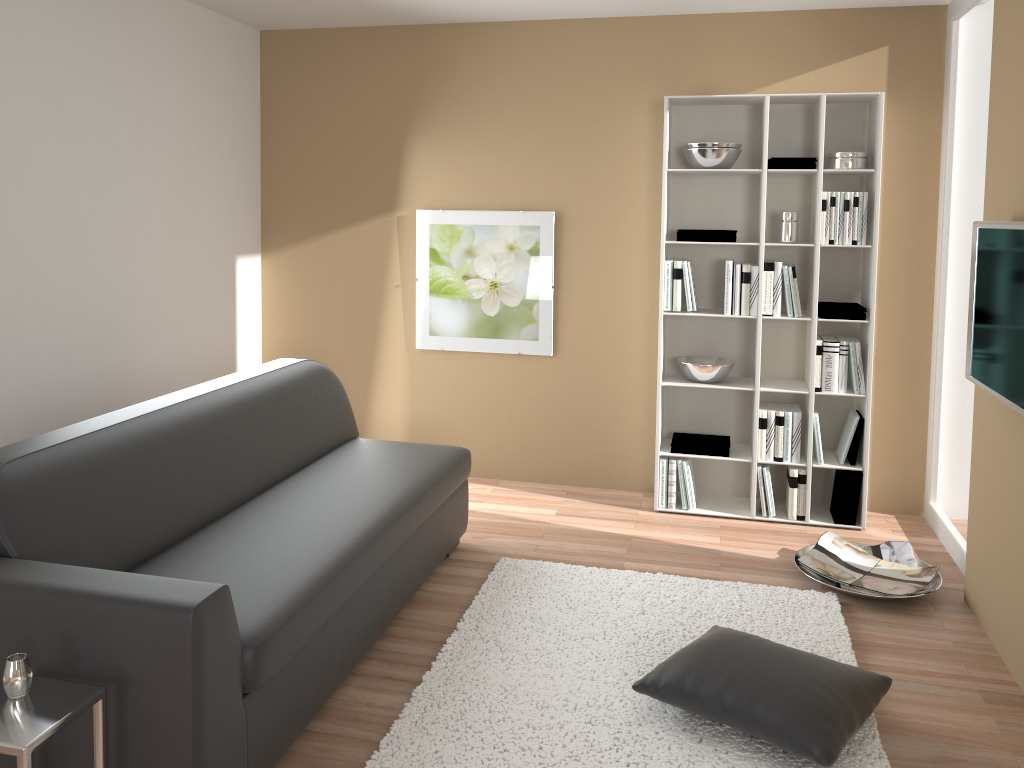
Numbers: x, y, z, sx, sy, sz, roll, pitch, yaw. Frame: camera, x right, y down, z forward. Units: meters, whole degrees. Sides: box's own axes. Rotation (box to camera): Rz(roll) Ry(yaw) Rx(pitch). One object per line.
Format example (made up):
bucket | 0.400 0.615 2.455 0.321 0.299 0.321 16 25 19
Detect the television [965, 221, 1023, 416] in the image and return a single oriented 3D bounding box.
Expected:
television | 1.555 -0.195 2.631 0.054 0.571 1.190 2 10 13

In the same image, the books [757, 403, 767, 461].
books | 1.291 0.244 4.553 0.040 0.256 0.210 2 7 13

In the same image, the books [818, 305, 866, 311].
books | 1.662 -0.395 4.469 0.210 0.007 0.301 3 11 13

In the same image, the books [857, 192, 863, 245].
books | 1.720 -0.824 4.385 0.020 0.256 0.210 2 7 13

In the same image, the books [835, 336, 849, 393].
books | 1.666 -0.101 4.457 0.040 0.256 0.210 2 7 13

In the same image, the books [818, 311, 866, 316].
books | 1.664 -0.368 4.472 0.210 0.006 0.301 3 11 13

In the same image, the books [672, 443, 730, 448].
books | 1.000 0.298 4.650 0.297 0.007 0.213 3 11 13

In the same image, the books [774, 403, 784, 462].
books | 1.373 0.248 4.538 0.040 0.256 0.210 2 7 13

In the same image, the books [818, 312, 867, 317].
books | 1.664 -0.363 4.476 0.210 0.006 0.301 3 11 11

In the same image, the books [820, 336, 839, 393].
books | 1.603 -0.102 4.457 0.076 0.256 0.210 2 7 14

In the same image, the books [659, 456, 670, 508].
books | 0.812 0.500 4.689 0.040 0.256 0.210 2 7 13

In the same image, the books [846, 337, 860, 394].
books | 1.716 -0.097 4.440 0.060 0.257 0.210 2 7 14

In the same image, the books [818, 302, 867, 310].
books | 1.664 -0.399 4.467 0.210 0.006 0.301 3 11 13

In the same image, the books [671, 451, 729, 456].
books | 0.996 0.341 4.655 0.297 0.006 0.213 3 11 13

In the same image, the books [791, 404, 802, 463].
books | 1.455 0.252 4.520 0.040 0.256 0.210 2 7 13

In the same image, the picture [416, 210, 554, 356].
picture | -0.164 -0.585 5.044 0.816 0.808 0.019 3 4 13

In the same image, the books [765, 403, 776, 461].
books | 1.333 0.245 4.550 0.040 0.256 0.210 2 7 13

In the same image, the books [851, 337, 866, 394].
books | 1.740 -0.095 4.434 0.060 0.257 0.210 2 7 13

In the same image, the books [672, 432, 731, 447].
books | 1.001 0.293 4.651 0.297 0.006 0.213 3 11 13

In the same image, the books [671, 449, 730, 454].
books | 0.994 0.330 4.655 0.297 0.006 0.213 3 11 11

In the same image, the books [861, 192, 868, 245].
books | 1.741 -0.823 4.380 0.020 0.256 0.210 2 7 13

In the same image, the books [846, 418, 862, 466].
books | 1.737 0.273 4.480 0.043 0.236 0.213 2 7 14

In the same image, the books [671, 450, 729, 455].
books | 0.996 0.336 4.655 0.297 0.006 0.213 3 11 13

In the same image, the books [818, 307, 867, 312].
books | 1.667 -0.384 4.471 0.210 0.008 0.301 3 11 13

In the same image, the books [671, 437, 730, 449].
books | 0.998 0.302 4.656 0.297 0.008 0.213 3 11 13

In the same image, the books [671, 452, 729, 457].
books | 0.995 0.347 4.654 0.297 0.007 0.213 3 11 13

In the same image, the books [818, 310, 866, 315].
books | 1.664 -0.373 4.472 0.210 0.006 0.301 3 11 13

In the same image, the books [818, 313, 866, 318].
books | 1.664 -0.357 4.474 0.210 0.006 0.301 3 11 13

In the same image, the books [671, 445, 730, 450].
books | 0.998 0.308 4.656 0.297 0.008 0.213 3 11 13

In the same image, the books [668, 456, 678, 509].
books | 0.856 0.503 4.673 0.040 0.256 0.210 2 7 13

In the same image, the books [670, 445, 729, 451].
books | 0.996 0.314 4.652 0.297 0.006 0.213 4 11 14

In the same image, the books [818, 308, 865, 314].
books | 1.663 -0.379 4.473 0.210 0.006 0.301 4 11 14

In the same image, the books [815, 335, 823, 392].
books | 1.544 -0.106 4.475 0.040 0.256 0.210 2 7 13

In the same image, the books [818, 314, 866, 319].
books | 1.664 -0.351 4.475 0.210 0.006 0.301 3 11 13

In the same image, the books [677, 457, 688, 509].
books | 0.905 0.504 4.663 0.060 0.257 0.210 2 7 13

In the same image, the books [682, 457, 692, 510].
books | 0.930 0.508 4.653 0.058 0.255 0.210 2 7 13

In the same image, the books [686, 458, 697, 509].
books | 0.950 0.504 4.665 0.058 0.255 0.210 2 7 13

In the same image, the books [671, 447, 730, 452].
books | 0.998 0.319 4.653 0.297 0.006 0.213 3 11 13

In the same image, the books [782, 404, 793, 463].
books | 1.413 0.250 4.529 0.040 0.256 0.210 2 7 13

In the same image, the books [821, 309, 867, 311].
books | 1.667 -0.389 4.471 0.210 0.008 0.301 3 11 13

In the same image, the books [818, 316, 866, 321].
books | 1.663 -0.346 4.476 0.210 0.007 0.301 3 11 13

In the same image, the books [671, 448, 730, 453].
books | 0.998 0.325 4.654 0.297 0.006 0.213 3 11 13
